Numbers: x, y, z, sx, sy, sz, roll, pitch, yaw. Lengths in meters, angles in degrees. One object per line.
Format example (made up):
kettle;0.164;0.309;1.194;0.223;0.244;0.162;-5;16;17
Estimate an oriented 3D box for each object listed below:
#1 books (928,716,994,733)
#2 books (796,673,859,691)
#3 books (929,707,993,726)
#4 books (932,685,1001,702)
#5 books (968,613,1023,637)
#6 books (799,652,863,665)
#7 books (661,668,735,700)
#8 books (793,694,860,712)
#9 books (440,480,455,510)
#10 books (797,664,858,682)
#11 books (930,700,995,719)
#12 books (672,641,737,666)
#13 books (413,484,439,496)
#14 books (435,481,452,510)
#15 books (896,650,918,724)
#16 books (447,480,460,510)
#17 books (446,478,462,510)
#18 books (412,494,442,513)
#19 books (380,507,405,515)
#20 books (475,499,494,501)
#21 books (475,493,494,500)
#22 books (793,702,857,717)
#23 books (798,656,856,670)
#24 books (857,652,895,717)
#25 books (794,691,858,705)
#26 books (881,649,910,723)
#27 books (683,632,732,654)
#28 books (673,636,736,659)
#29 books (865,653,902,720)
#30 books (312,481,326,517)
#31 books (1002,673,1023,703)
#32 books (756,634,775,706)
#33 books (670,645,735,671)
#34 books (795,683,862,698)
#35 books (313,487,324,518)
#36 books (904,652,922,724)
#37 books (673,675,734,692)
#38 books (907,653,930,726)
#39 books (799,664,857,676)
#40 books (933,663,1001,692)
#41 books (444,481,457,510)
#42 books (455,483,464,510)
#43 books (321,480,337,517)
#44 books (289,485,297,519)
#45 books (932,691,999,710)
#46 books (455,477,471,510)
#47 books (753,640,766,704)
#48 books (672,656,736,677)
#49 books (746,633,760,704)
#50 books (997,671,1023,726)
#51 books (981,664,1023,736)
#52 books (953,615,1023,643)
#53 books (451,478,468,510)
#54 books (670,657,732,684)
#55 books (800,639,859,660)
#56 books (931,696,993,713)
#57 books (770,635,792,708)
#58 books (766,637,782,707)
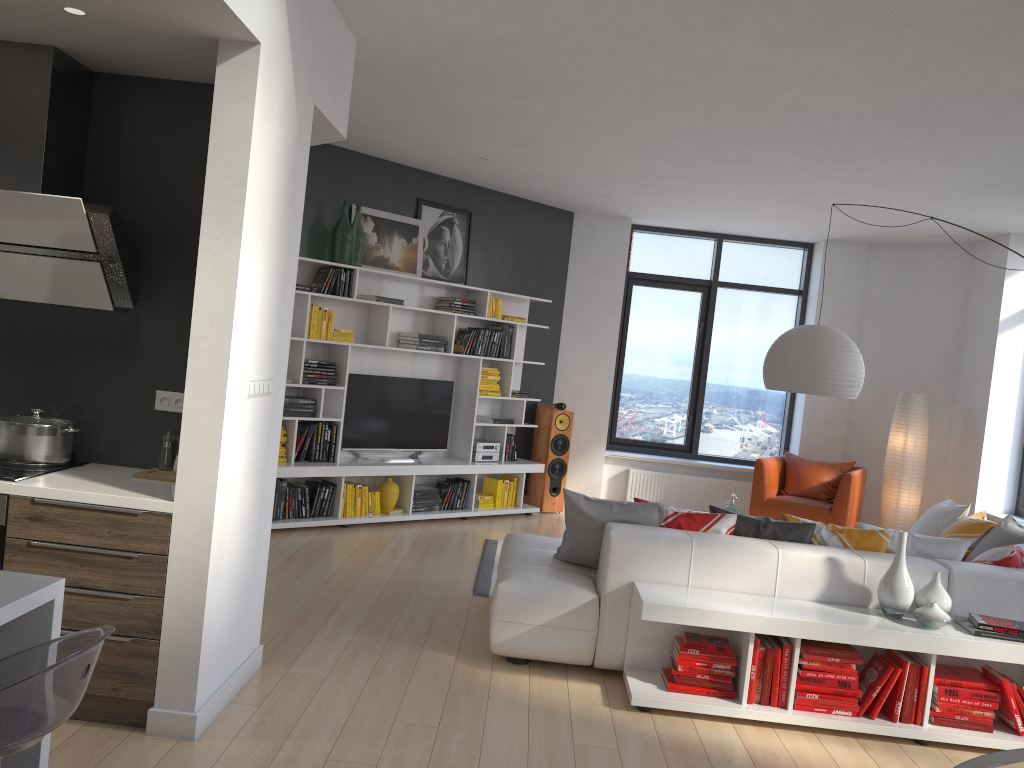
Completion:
books;2.005;1.508;4.025;0.259;0.034;0.206;6;2;4
books;1.403;1.324;4.046;0.279;0.039;0.206;6;2;2
books;1.999;1.478;4.016;0.266;0.026;0.187;7;2;7
books;2.026;1.373;4.031;0.279;0.039;0.206;6;2;0
books;2.199;1.086;3.983;0.238;0.027;0.188;7;2;15
books;1.422;1.219;4.023;0.266;0.026;0.187;6;2;-4
books;0.853;1.380;4.087;0.301;0.032;0.227;6;2;1
books;1.396;1.416;4.008;0.282;0.030;0.188;6;2;3
books;-0.610;0.985;7.852;0.096;0.234;0.187;4;3;-43
books;1.404;1.292;4.029;0.261;0.027;0.191;6;2;-3
books;2.012;1.453;4.022;0.257;0.025;0.182;6;2;1
books;0.885;1.241;4.088;0.269;0.028;0.179;6;2;3
books;-0.830;0.919;7.700;0.250;0.047;0.310;8;3;42
books;-0.631;0.983;7.826;0.104;0.234;0.182;4;3;-44
books;1.756;1.363;4.017;0.038;0.270;0.215;6;2;1
books;-0.544;0.988;7.879;0.069;0.242;0.172;4;3;-43
books;-0.545;0.979;7.913;0.075;0.254;0.192;4;3;-45
books;-0.821;1.014;7.692;0.277;0.137;0.343;8;3;41
books;-1.067;1.050;7.442;0.270;0.029;0.204;8;2;31
books;-0.275;1.058;8.164;0.187;0.014;0.134;4;3;-44
books;-0.284;1.037;8.170;0.186;0.026;0.138;4;3;-44
books;1.391;1.444;4.027;0.274;0.029;0.200;6;2;1
books;1.400;1.242;4.031;0.257;0.025;0.182;6;2;1
books;1.613;1.358;4.011;0.144;0.247;0.188;6;2;2
books;1.398;1.389;4.011;0.266;0.026;0.187;6;2;1
books;1.718;1.355;4.001;0.046;0.282;0.199;6;2;1
books;0.896;1.190;4.080;0.206;0.029;0.152;7;2;7
books;0.886;1.215;4.091;0.254;0.025;0.178;6;2;1
books;1.653;1.363;4.003;0.115;0.245;0.192;6;2;1
books;-1.551;0.901;6.961;0.075;0.254;0.192;4;3;-45
books;2.318;1.451;3.996;0.186;0.223;0.188;6;2;2
books;1.139;1.299;4.041;0.034;0.259;0.207;6;2;1
books;0.879;1.267;4.106;0.261;0.028;0.191;6;2;1
books;1.406;1.360;4.046;0.301;0.032;0.227;6;2;1
books;-1.552;0.910;6.926;0.069;0.242;0.172;4;3;-43
books;1.785;1.370;4.007;0.028;0.266;0.188;6;2;1
books;0.873;1.348;4.093;0.259;0.034;0.206;6;2;4
books;1.812;1.371;3.991;0.028;0.269;0.181;6;2;1
books;1.416;1.268;4.023;0.236;0.023;0.178;6;2;1
books;2.024;1.336;4.054;0.301;0.032;0.227;6;2;1
books;-0.578;0.987;7.864;0.081;0.233;0.169;4;3;-45
books;-0.522;0.988;7.928;0.068;0.243;0.179;4;3;-45
books;-1.479;0.904;7.028;0.066;0.260;0.197;4;3;-44
books;-1.694;0.897;6.791;0.050;0.242;0.169;4;3;-44
books;2.024;1.406;4.016;0.261;0.027;0.191;7;2;5
books;-0.473;0.982;7.980;0.066;0.260;0.197;4;3;-44
books;1.105;1.296;4.041;0.031;0.255;0.181;6;2;1
books;0.881;1.294;4.090;0.257;0.025;0.182;6;2;1
books;1.073;1.276;4.039;0.036;0.294;0.208;6;2;1
books;2.264;1.439;3.997;0.148;0.232;0.171;6;2;3
books;2.218;1.425;4.004;0.134;0.248;0.192;6;2;1
books;2.198;1.111;4.008;0.300;0.026;0.245;7;2;6
books;-0.498;0.985;7.957;0.084;0.249;0.191;4;3;-44
books;0.867;1.318;4.084;0.266;0.026;0.187;7;2;7
books;1.407;1.188;4.031;0.259;0.034;0.206;6;2;-2
books;2.012;1.430;4.012;0.236;0.023;0.178;6;2;1
books;1.213;1.291;4.034;0.049;0.291;0.214;6;2;1
books;1.177;1.303;4.030;0.042;0.259;0.195;6;2;1
